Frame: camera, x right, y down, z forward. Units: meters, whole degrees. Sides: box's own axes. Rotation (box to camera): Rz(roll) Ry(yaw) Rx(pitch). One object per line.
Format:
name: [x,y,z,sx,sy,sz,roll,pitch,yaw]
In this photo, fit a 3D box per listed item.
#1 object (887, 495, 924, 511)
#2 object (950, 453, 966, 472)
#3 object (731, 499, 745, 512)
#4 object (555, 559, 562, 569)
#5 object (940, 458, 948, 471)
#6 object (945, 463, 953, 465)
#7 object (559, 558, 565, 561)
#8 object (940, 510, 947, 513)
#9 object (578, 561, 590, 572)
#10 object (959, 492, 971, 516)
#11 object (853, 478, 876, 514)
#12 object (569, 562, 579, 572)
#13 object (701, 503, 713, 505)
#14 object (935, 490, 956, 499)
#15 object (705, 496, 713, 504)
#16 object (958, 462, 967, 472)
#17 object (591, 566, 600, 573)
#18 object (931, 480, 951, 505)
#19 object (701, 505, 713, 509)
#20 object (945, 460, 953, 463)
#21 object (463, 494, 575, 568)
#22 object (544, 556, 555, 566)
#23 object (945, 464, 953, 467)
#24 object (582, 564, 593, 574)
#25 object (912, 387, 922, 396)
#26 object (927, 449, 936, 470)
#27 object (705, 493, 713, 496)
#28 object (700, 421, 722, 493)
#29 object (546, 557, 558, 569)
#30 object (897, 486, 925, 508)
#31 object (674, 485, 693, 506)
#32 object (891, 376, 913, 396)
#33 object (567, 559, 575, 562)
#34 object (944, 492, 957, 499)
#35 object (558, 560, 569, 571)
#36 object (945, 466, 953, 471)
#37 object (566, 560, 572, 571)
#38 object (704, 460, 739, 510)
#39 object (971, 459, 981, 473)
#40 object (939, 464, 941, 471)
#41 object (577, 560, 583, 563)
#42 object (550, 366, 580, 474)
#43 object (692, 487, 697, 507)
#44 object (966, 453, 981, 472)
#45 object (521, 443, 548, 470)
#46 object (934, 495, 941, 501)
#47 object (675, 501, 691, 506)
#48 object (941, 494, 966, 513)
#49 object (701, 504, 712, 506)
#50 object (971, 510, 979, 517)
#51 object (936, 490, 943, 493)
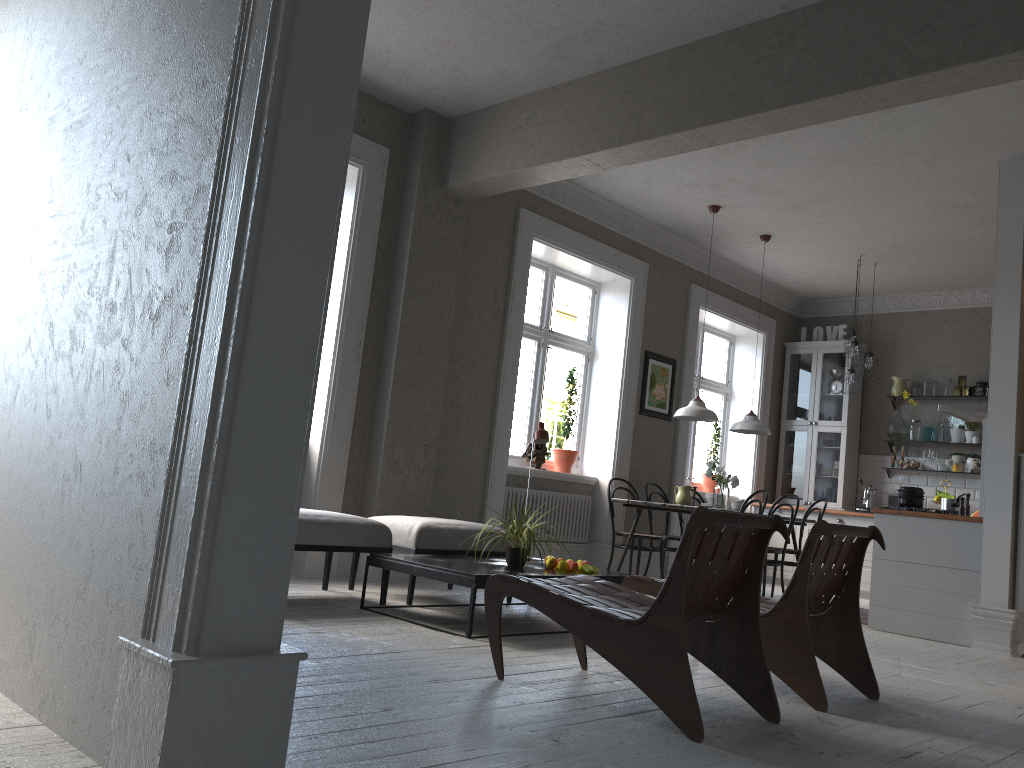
object: [4.129,1.294,9.311,0.344,0.226,0.090,0,-10,44]
object: [4.633,0.814,9.216,0.154,0.217,0.158,3,-8,24]
object: [2.011,1.076,7.884,0.130,0.119,0.122,10,-8,-30]
object: [0.267,1.013,4.985,0.057,0.056,0.061,2,-8,31]
object: [4.497,0.840,9.221,0.078,0.139,0.079,4,-7,17]
object: [4.513,0.842,9.142,0.078,0.051,0.076,10,-8,-27]
object: [0.280,1.022,5.050,0.056,0.058,0.059,3,-8,27]
object: [4.314,1.306,8.899,0.112,0.111,0.112,5,-7,12]
object: [0.401,1.018,4.942,0.076,0.064,0.074,8,-7,-15]
object: [3.132,0.831,6.125,0.071,0.167,0.036,0,-10,44]
object: [3.802,1.211,9.520,0.201,0.370,0.360,0,-10,44]
object: [0.340,1.008,4.881,0.057,0.058,0.056,9,-7,-21]
object: [1.825,1.099,7.996,0.241,0.027,0.233,9,-7,-23]
object: [4.406,1.130,8.993,0.068,0.101,0.206,12,-9,-39]
object: [1.828,1.064,8.001,0.176,0.094,0.183,1,-8,35]
object: [4.633,0.856,9.103,0.076,0.108,0.079,1,-9,37]
object: [0.459,1.044,4.991,0.067,0.037,0.047,9,-7,-19]
object: [4.408,1.190,9.015,0.345,0.426,0.358,2,-8,29]
object: [1.823,1.116,7.994,0.241,0.027,0.233,10,-8,-28]
object: [4.516,0.817,9.146,0.076,0.051,0.078,2,-8,30]
object: [0.070,0.796,4.817,0.674,0.420,0.718,10,-8,-27]
object: [0.214,1.007,5.023,0.072,0.066,0.065,12,-9,-40]
object: [4.512,0.859,9.140,0.075,0.051,0.079,1,-9,37]
object: [0.411,1.017,4.877,0.061,0.053,0.057,12,-9,-39]
object: [4.383,0.095,9.580,0.101,0.111,0.105,0,-10,44]
object: [4.394,0.797,9.283,0.080,0.217,0.083,2,-8,30]
object: [1.831,1.044,8.003,0.176,0.094,0.183,1,-8,35]
object: [2.234,0.804,9.828,0.263,0.813,0.256,9,-7,-18]
object: [0.221,0.996,4.932,0.071,0.066,0.069,10,-8,-30]
object: [2.909,0.826,6.460,0.187,0.147,0.196,3,-8,24]
object: [1.441,0.938,7.459,0.149,0.170,0.136,6,-7,5]
object: [4.236,0.034,9.653,0.176,0.216,0.187,11,-8,-32]
object: [0.330,1.022,5.014,0.061,0.058,0.061,6,-7,-1]
object: [4.473,1.151,9.022,0.089,0.096,0.177,10,-8,-25]
object: [0.284,1.001,4.903,0.063,0.063,0.060,8,-7,-14]
object: [4.510,0.876,9.138,0.075,0.051,0.079,1,-9,37]
object: [0.324,1.014,4.952,0.055,0.058,0.059,1,-8,35]
object: [1.766,0.849,7.459,0.305,0.414,0.256,0,-10,42]
object: [4.735,0.837,8.997,0.117,0.147,0.101,5,-7,12]
object: [4.525,0.880,9.293,0.079,0.083,0.076,10,-8,-28]
object: [0.392,1.028,5.018,0.059,0.062,0.065,3,-8,26]
object: [0.511,0.313,8.031,0.271,0.992,0.268,7,-7,-7]
object: [1.537,0.953,7.481,0.060,0.167,0.058,11,-8,-32]
object: [4.748,0.818,9.116,0.149,0.214,0.171,8,-7,-16]
object: [0.201,0.575,7.705,0.242,0.329,0.117,13,-10,-44]
object: [4.327,1.165,8.999,0.080,0.069,0.058,10,-8,-26]
object: [1.544,1.038,7.954,0.137,0.112,0.142,3,-8,27]
object: [3.258,0.869,6.442,0.176,0.134,0.301,8,-7,-11]
object: [1.824,1.107,7.995,0.235,0.027,0.239,5,-7,12]
object: [4.574,1.283,8.588,0.221,0.174,0.232,9,-8,-24]
object: [4.365,1.110,9.044,0.072,0.058,0.051,4,-7,21]
